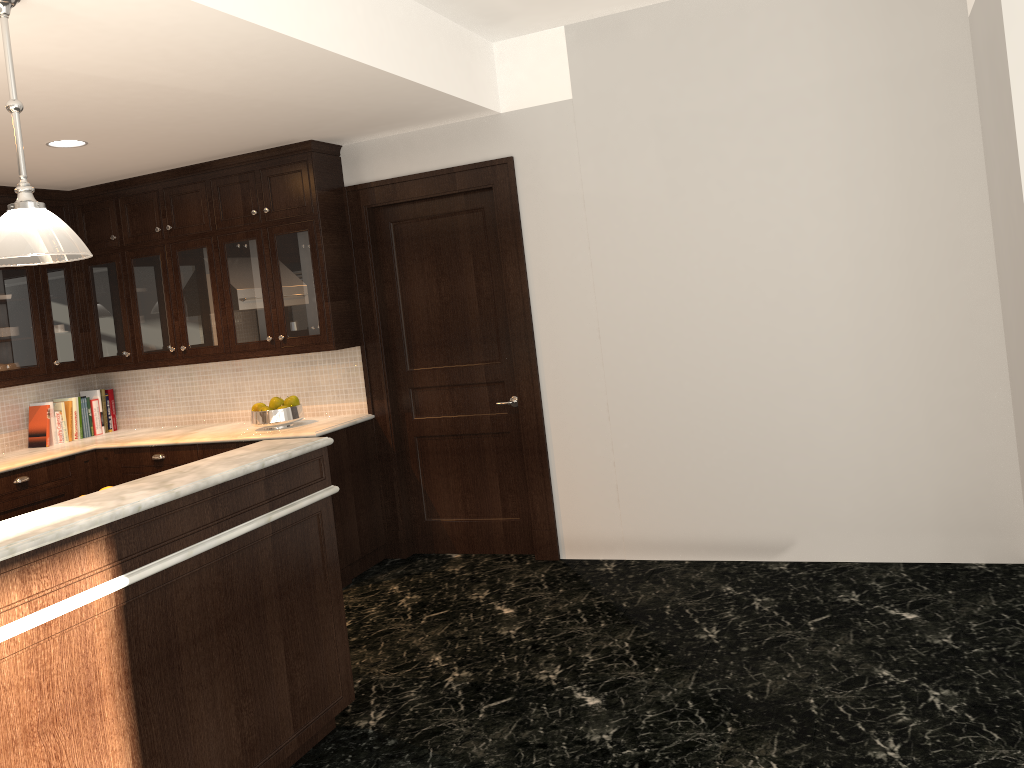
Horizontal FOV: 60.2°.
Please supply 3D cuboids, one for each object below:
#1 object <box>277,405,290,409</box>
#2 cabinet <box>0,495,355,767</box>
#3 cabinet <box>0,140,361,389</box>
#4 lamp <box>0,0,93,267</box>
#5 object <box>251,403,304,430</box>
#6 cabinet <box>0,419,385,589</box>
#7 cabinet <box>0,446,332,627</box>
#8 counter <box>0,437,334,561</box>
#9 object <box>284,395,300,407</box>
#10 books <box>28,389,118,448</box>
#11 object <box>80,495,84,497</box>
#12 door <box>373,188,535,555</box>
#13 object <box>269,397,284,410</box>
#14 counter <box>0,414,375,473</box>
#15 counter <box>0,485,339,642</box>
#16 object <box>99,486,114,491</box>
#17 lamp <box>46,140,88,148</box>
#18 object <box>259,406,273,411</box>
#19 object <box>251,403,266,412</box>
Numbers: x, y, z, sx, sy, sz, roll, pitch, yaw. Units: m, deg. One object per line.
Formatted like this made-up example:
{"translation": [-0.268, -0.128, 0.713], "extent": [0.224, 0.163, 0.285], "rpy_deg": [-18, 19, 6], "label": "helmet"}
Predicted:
{"translation": [-1.367, 0.176, 5.300], "extent": [0.092, 0.097, 0.092], "rpy_deg": [-9, 4, -37], "label": "object"}
{"translation": [-1.639, 1.068, 2.241], "extent": [1.022, 0.911, 2.870], "rpy_deg": [-5, 5, 23], "label": "cabinet"}
{"translation": [-2.687, -0.555, 4.407], "extent": [2.298, 1.253, 3.393], "rpy_deg": [-5, 5, 23], "label": "cabinet"}
{"translation": [-1.445, -0.748, 2.578], "extent": [0.316, 0.783, 0.319], "rpy_deg": [-6, 1, 37], "label": "lamp"}
{"translation": [-1.425, 0.202, 5.367], "extent": [0.317, 0.122, 0.320], "rpy_deg": [-5, 5, 17], "label": "object"}
{"translation": [-2.506, 0.964, 4.414], "extent": [2.306, 0.879, 3.394], "rpy_deg": [-4, 6, 23], "label": "cabinet"}
{"translation": [-1.368, 0.515, 2.089], "extent": [0.291, 0.152, 2.859], "rpy_deg": [-5, 6, 23], "label": "cabinet"}
{"translation": [-1.374, 0.422, 2.098], "extent": [0.327, 0.032, 2.877], "rpy_deg": [-4, 6, 23], "label": "counter"}
{"translation": [-1.335, 0.119, 5.353], "extent": [0.093, 0.098, 0.091], "rpy_deg": [-7, 3, -6], "label": "object"}
{"translation": [-3.024, 0.225, 6.064], "extent": [0.193, 0.310, 0.608], "rpy_deg": [-6, 5, 23], "label": "books"}
{"translation": [-1.559, 0.442, 3.220], "extent": [0.082, 0.073, 0.080], "rpy_deg": [-6, 3, 11], "label": "object"}
{"translation": [-0.351, -0.047, 5.369], "extent": [0.860, 2.183, 0.109], "rpy_deg": [-6, 1, 23], "label": "door"}
{"translation": [-1.424, 0.126, 5.350], "extent": [0.095, 0.099, 0.091], "rpy_deg": [-7, 3, 0], "label": "object"}
{"translation": [-2.559, 0.510, 4.411], "extent": [2.306, 0.032, 3.394], "rpy_deg": [-4, 6, 23], "label": "counter"}
{"translation": [-1.688, 0.630, 2.233], "extent": [1.050, 0.032, 2.891], "rpy_deg": [-4, 6, 23], "label": "counter"}
{"translation": [-1.525, 0.424, 3.343], "extent": [0.081, 0.072, 0.083], "rpy_deg": [-4, 4, 38], "label": "object"}
{"translation": [-2.314, -1.310, 4.576], "extent": [0.199, 0.136, 0.197], "rpy_deg": [-9, 5, -32], "label": "lamp"}
{"translation": [-1.469, 0.179, 5.289], "extent": [0.091, 0.096, 0.101], "rpy_deg": [-4, 4, 41], "label": "object"}
{"translation": [-1.527, 0.162, 5.339], "extent": [0.091, 0.098, 0.093], "rpy_deg": [-7, 3, -9], "label": "object"}
